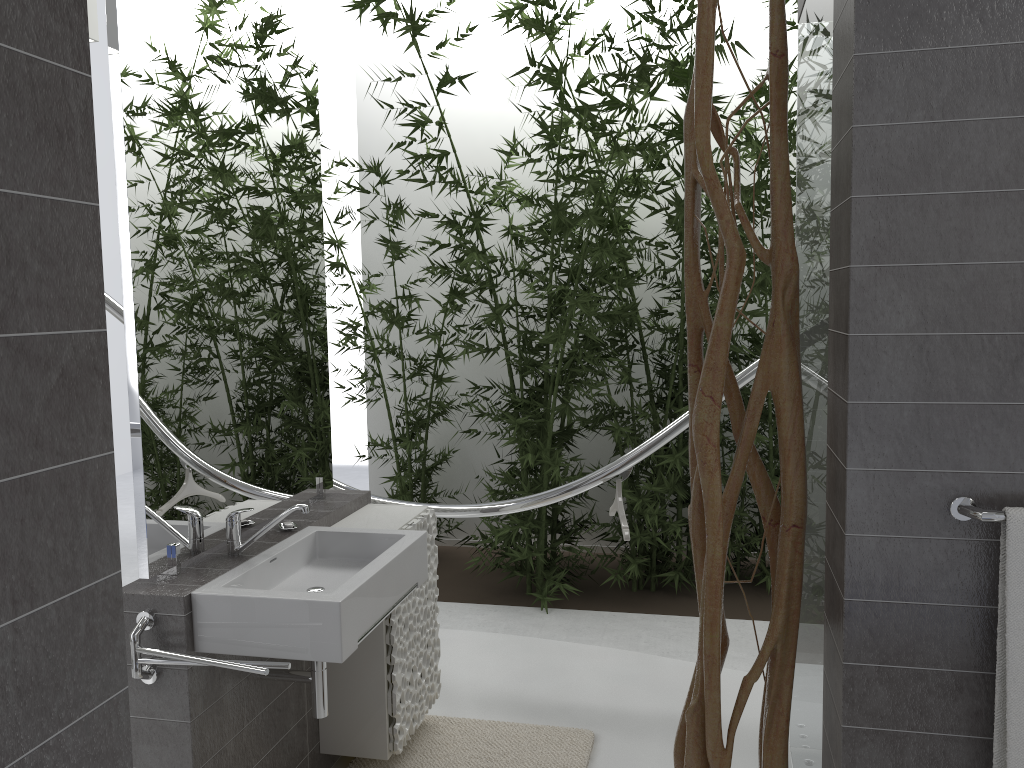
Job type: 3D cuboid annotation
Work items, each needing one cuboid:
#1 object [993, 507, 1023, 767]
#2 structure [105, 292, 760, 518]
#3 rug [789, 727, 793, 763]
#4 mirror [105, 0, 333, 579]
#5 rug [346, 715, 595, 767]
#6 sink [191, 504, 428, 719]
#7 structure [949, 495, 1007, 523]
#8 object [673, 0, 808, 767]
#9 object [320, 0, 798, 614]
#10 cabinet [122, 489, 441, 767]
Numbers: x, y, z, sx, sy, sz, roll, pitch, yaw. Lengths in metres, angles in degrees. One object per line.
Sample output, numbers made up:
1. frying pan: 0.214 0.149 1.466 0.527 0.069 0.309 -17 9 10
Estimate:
1. object: 1.060 0.553 1.646 0.283 0.656 0.042 0 5 13
2. structure: 0.001 0.511 1.537 5.433 2.080 5.250 0 5 8
3. rug: 1.133 1.357 2.049 0.790 0.044 2.486 0 5 13
4. mirror: -0.811 -0.553 2.644 0.030 1.980 1.100 0 5 13
5. rug: -0.206 1.292 2.687 0.775 0.016 1.153 0 5 13
6. sink: -0.559 0.626 2.446 0.478 0.598 0.650 0 5 13
7. structure: 1.058 0.244 1.643 0.442 0.047 0.078 0 5 13
8. object: 0.492 0.154 1.965 0.400 2.389 0.400 0 5 13
9. object: 1.131 -0.742 4.820 4.097 4.038 4.664 -4 6 -28
10. cabinet: -0.615 0.865 2.738 0.461 0.870 1.200 0 5 13
